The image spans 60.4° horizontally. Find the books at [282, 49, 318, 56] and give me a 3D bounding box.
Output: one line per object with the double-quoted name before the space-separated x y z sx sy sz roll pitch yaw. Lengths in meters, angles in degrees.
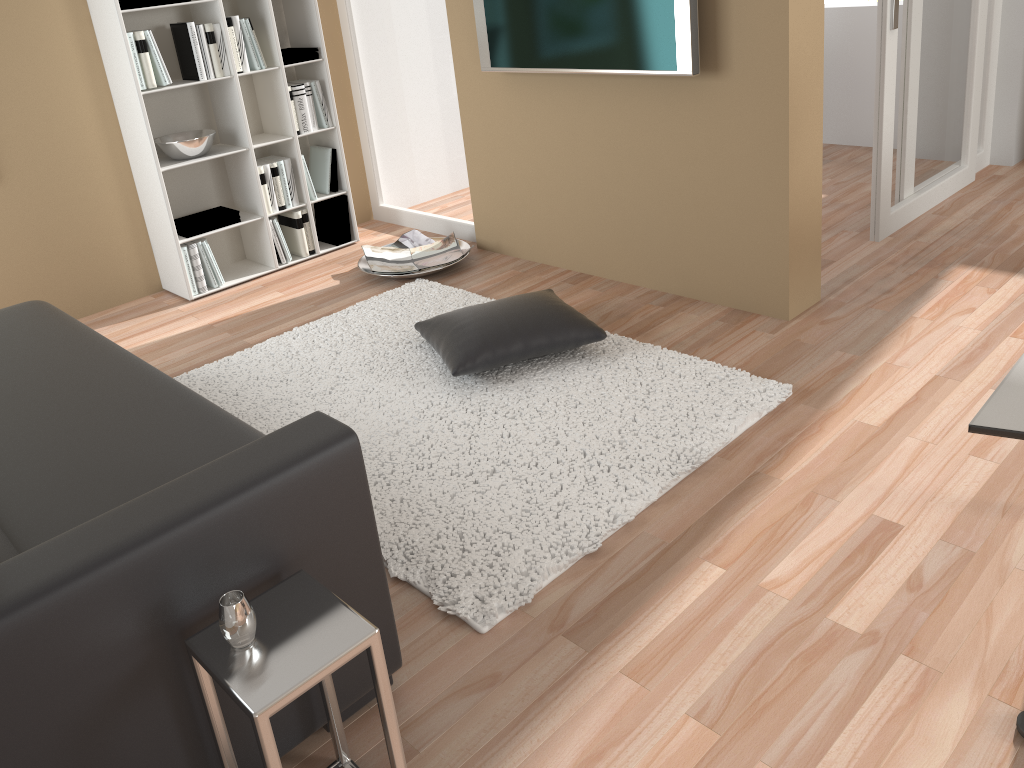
"books" -1.210 -1.780 4.720 0.216 0.007 0.303 -28 33 -36

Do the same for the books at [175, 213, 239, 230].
"books" -1.593 -0.854 4.543 0.214 0.007 0.305 19 36 42

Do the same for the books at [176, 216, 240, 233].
"books" -1.588 -0.839 4.547 0.214 0.006 0.305 19 36 42

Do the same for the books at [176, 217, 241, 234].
"books" -1.588 -0.834 4.549 0.214 0.006 0.305 19 36 42

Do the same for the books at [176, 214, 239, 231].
"books" -1.593 -0.850 4.545 0.214 0.007 0.305 19 36 42

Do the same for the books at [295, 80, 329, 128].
"books" -1.107 -1.539 4.839 0.061 0.249 0.211 -24 28 -37

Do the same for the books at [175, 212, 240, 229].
"books" -1.589 -0.859 4.540 0.214 0.007 0.305 19 36 42

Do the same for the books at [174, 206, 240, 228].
"books" -1.590 -0.864 4.540 0.214 0.006 0.305 19 36 42

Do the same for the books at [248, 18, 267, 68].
"books" -1.364 -1.760 4.548 0.059 0.247 0.211 -24 28 -37

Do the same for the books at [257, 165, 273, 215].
"books" -1.365 -1.041 4.688 0.041 0.248 0.211 -24 28 -37

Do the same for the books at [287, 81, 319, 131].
"books" -1.147 -1.519 4.809 0.041 0.248 0.211 -24 28 -37

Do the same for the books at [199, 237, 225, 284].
"books" -1.591 -0.652 4.576 0.059 0.247 0.211 -24 28 -37

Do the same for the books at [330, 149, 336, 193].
"books" -1.064 -1.218 4.996 0.044 0.228 0.215 -24 29 -37

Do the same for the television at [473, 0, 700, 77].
"television" 0.252 -1.564 3.604 0.056 0.555 1.196 -24 30 -37

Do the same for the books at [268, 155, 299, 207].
"books" -1.249 -1.107 4.796 0.041 0.248 0.211 -24 28 -37

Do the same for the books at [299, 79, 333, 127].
"books" -1.089 -1.548 4.854 0.061 0.249 0.211 -24 29 -37

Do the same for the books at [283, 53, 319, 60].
"books" -1.208 -1.761 4.730 0.216 0.006 0.303 -28 33 -36

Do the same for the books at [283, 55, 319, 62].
"books" -1.209 -1.753 4.736 0.302 0.006 0.216 19 36 41

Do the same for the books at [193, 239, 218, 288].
"books" -1.614 -0.632 4.541 0.061 0.249 0.211 -24 29 -37

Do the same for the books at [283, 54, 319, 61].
"books" -1.208 -1.757 4.731 0.216 0.006 0.303 -28 33 -36

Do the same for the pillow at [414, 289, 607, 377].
"pillow" -0.022 -0.208 3.390 0.613 0.201 0.603 -14 26 -15

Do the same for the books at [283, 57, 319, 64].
"books" -1.207 -1.742 4.738 0.216 0.006 0.303 -28 33 -36

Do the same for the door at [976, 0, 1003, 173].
"door" 2.228 -2.239 4.364 0.046 2.540 1.218 14 30 43

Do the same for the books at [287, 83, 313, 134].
"books" -1.181 -1.492 4.761 0.078 0.248 0.211 -24 28 -37

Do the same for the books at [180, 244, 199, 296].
"books" -1.685 -0.593 4.483 0.041 0.248 0.211 -24 28 -37

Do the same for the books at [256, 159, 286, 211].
"books" -1.308 -1.074 4.743 0.041 0.248 0.211 -24 28 -37

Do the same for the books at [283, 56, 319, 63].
"books" -1.207 -1.747 4.736 0.216 0.006 0.303 -28 33 -36

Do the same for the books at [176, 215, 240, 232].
"books" -1.589 -0.843 4.543 0.305 0.006 0.214 -27 33 -36

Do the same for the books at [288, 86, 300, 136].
"books" -1.228 -1.469 4.725 0.041 0.248 0.211 -24 28 -37

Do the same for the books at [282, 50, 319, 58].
"books" -1.208 -1.773 4.728 0.216 0.007 0.303 -28 33 -36

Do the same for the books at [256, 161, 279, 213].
"books" -1.340 -1.059 4.719 0.041 0.248 0.211 -24 28 -37

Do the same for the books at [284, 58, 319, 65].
"books" -1.208 -1.737 4.740 0.216 0.007 0.303 -28 33 -36

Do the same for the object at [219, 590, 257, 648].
"object" -0.446 0.382 1.428 0.057 0.083 0.060 0 24 17

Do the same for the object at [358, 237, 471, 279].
"object" -0.500 -0.636 4.549 0.586 0.061 0.610 4 28 21

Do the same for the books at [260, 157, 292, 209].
"books" -1.280 -1.091 4.770 0.041 0.248 0.211 -24 28 -37

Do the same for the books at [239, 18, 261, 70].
"books" -1.386 -1.739 4.512 0.061 0.249 0.211 -24 29 -37

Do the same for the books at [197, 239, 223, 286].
"books" -1.592 -0.639 4.555 0.059 0.247 0.211 -24 28 -37

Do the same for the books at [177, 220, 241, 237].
"books" -1.587 -0.819 4.554 0.214 0.006 0.305 19 36 42

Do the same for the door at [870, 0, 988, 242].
"door" 2.007 -2.081 4.097 0.061 2.540 1.218 14 30 43

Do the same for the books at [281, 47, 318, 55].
"books" -1.209 -1.785 4.718 0.216 0.006 0.303 -28 33 -36

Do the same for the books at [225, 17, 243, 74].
"books" -1.457 -1.709 4.451 0.054 0.261 0.211 -24 28 -37

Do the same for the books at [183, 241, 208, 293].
"books" -1.648 -0.610 4.509 0.041 0.248 0.211 -24 28 -37

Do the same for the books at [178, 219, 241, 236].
"books" -1.588 -0.824 4.552 0.214 0.006 0.305 19 36 42

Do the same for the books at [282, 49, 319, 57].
"books" -1.208 -1.778 4.727 0.216 0.007 0.303 -28 33 -36

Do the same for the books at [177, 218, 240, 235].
"books" -1.590 -0.828 4.549 0.214 0.006 0.305 18 35 40

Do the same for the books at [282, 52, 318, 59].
"books" -1.211 -1.767 4.728 0.215 0.006 0.303 -27 32 -35

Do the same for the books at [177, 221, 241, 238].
"books" -1.586 -0.814 4.554 0.214 0.007 0.305 19 36 42

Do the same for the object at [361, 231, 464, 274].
"object" -0.509 -0.667 4.552 0.501 0.093 0.356 -12 26 -11

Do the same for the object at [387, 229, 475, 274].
"object" -0.483 -0.680 4.597 0.352 0.093 0.508 -28 33 -36

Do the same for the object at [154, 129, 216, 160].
"object" -1.634 -1.198 4.436 0.298 0.102 0.312 -1 26 12
